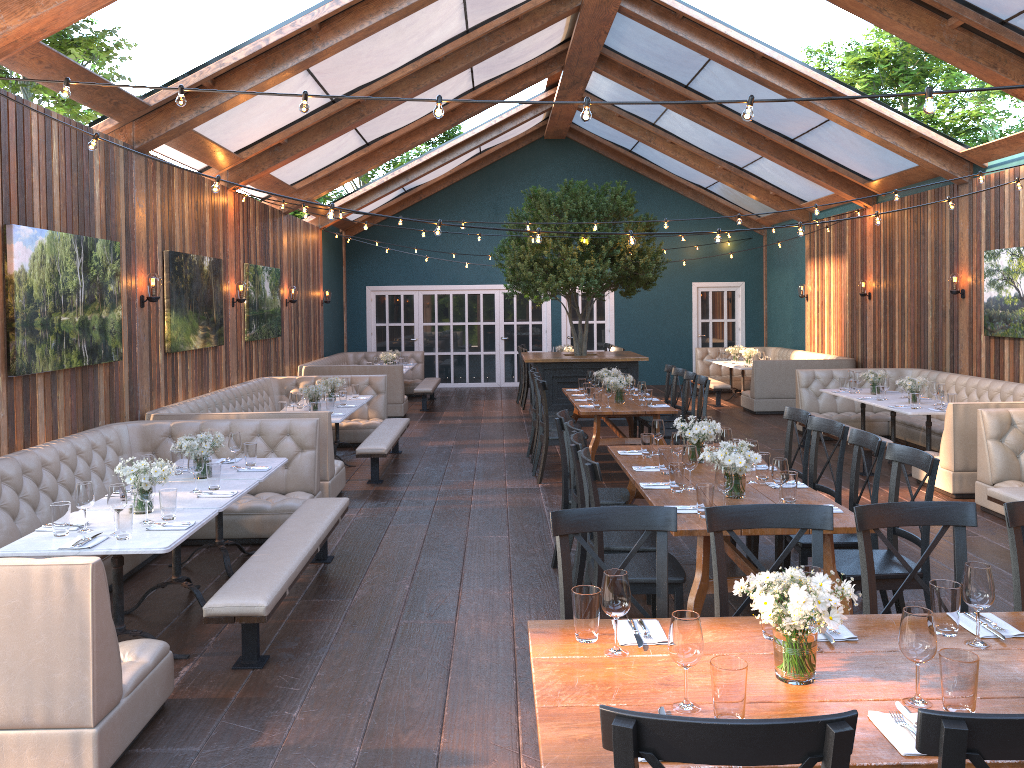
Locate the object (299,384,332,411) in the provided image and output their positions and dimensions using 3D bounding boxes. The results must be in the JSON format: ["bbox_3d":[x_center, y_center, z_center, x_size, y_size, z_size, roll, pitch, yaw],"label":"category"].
[{"bbox_3d":[-2.090,0.138,9.345,0.336,0.309,0.330,0,3,16],"label":"object"}]

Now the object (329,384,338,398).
[{"bbox_3d":[-1.989,0.123,9.859,0.092,0.244,0.092,-2,2,-43],"label":"object"}]

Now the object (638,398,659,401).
[{"bbox_3d":[1.455,0.166,9.539,0.255,0.019,0.158,-1,5,-1],"label":"object"}]

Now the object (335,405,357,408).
[{"bbox_3d":[-1.843,0.242,9.768,0.255,0.019,0.158,-1,5,-1],"label":"object"}]

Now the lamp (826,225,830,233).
[{"bbox_3d":[4.959,-2.436,13.894,0.073,0.115,0.056,0,2,5],"label":"lamp"}]

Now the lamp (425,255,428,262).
[{"bbox_3d":[-1.533,-2.246,15.848,0.056,0.119,0.059,-1,2,3],"label":"lamp"}]

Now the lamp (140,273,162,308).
[{"bbox_3d":[-3.272,-0.851,8.030,0.178,0.319,0.146,-1,2,-1],"label":"lamp"}]

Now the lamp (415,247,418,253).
[{"bbox_3d":[-1.833,-2.557,16.900,0.056,0.120,0.056,0,2,14],"label":"lamp"}]

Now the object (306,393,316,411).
[{"bbox_3d":[-2.017,0.212,8.876,0.092,0.244,0.092,-2,2,-43],"label":"object"}]

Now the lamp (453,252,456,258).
[{"bbox_3d":[-1.124,-2.502,17.173,0.056,0.120,0.056,-1,2,1],"label":"lamp"}]

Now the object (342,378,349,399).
[{"bbox_3d":[-2.008,0.051,10.672,0.092,0.244,0.092,-2,2,-43],"label":"object"}]

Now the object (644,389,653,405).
[{"bbox_3d":[1.408,0.135,9.124,0.092,0.158,0.092,1,3,35],"label":"object"}]

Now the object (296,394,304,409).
[{"bbox_3d":[-2.317,0.187,9.668,0.092,0.158,0.092,-1,2,-15],"label":"object"}]

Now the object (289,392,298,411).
[{"bbox_3d":[-2.209,0.208,8.948,0.092,0.244,0.092,-1,2,2],"label":"object"}]

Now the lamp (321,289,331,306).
[{"bbox_3d":[-3.415,-1.592,16.291,0.178,0.319,0.146,-1,2,-1],"label":"lamp"}]

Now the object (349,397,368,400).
[{"bbox_3d":[-1.855,0.171,10.562,0.255,0.019,0.158,-1,5,-1],"label":"object"}]

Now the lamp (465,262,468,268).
[{"bbox_3d":[-0.796,-2.107,15.644,0.056,0.115,0.074,1,3,42],"label":"lamp"}]

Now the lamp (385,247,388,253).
[{"bbox_3d":[-2.266,-2.423,16.008,0.059,0.119,0.056,-1,2,-7],"label":"lamp"}]

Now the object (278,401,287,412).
[{"bbox_3d":[-2.301,0.259,8.865,0.092,0.158,0.092,-1,2,-15],"label":"object"}]

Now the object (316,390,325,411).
[{"bbox_3d":[-1.970,0.191,9.107,0.092,0.244,0.092,-2,2,-43],"label":"object"}]

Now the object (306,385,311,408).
[{"bbox_3d":[-2.225,0.137,9.743,0.092,0.244,0.092,-2,2,-43],"label":"object"}]

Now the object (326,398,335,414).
[{"bbox_3d":[-1.883,0.226,9.175,0.092,0.158,0.092,-1,2,-15],"label":"object"}]

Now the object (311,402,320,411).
[{"bbox_3d":[-1.949,0.262,8.791,0.092,0.158,0.092,1,3,35],"label":"object"}]

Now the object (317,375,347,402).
[{"bbox_3d":[-2.107,0.052,10.304,0.336,0.309,0.330,0,3,11],"label":"object"}]

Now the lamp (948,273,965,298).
[{"bbox_3d":[5.497,-1.217,10.948,0.178,0.319,0.146,-1,2,-1],"label":"lamp"}]

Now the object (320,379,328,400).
[{"bbox_3d":[-2.231,0.069,10.499,0.092,0.244,0.092,-2,2,-43],"label":"object"}]

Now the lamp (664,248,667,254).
[{"bbox_3d":[3.215,-2.788,18.558,0.056,0.119,0.061,-1,2,0],"label":"lamp"}]

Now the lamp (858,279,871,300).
[{"bbox_3d":[5.450,-1.463,13.693,0.178,0.319,0.146,-1,2,-1],"label":"lamp"}]

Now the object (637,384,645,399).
[{"bbox_3d":[1.420,0.083,9.702,0.092,0.158,0.092,-2,3,-35],"label":"object"}]

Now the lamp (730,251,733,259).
[{"bbox_3d":[3.566,-2.096,14.378,0.056,0.121,0.056,-2,2,-23],"label":"lamp"}]

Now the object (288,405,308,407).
[{"bbox_3d":[-2.363,0.243,9.834,0.255,0.019,0.158,-1,5,-1],"label":"object"}]

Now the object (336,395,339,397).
[{"bbox_3d":[-2.123,0.145,10.892,0.157,0.019,0.256,-1,5,-1],"label":"object"}]

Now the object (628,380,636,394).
[{"bbox_3d":[1.384,0.031,10.236,0.092,0.158,0.092,0,2,25],"label":"object"}]

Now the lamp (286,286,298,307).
[{"bbox_3d":[-3.368,-1.345,13.543,0.178,0.319,0.146,-1,2,-1],"label":"lamp"}]

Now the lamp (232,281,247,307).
[{"bbox_3d":[-3.320,-1.099,10.798,0.178,0.319,0.146,-1,2,-1],"label":"lamp"}]

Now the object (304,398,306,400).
[{"bbox_3d":[-2.375,0.173,10.611,0.255,0.019,0.158,-1,5,-1],"label":"object"}]

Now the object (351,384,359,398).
[{"bbox_3d":[-1.899,0.087,10.726,0.092,0.158,0.092,-1,2,-15],"label":"object"}]

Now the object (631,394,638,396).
[{"bbox_3d":[1.453,0.122,10.077,0.255,0.019,0.158,-1,5,-1],"label":"object"}]

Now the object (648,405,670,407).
[{"bbox_3d":[1.464,0.219,8.952,0.255,0.019,0.158,-1,5,-1],"label":"object"}]

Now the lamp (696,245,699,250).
[{"bbox_3d":[3.931,-2.898,18.763,0.056,0.120,0.056,0,2,20],"label":"lamp"}]

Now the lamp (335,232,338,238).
[{"bbox_3d":[-3.242,-2.754,16.350,0.056,0.120,0.056,-2,2,-31],"label":"lamp"}]

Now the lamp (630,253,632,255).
[{"bbox_3d":[2.482,-2.695,18.356,0.060,0.119,0.056,1,3,41],"label":"lamp"}]

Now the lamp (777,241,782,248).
[{"bbox_3d":[4.275,-2.231,14.131,0.056,0.118,0.066,-2,2,-25],"label":"lamp"}]

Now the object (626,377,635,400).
[{"bbox_3d":[1.291,0.046,9.630,0.092,0.244,0.092,1,2,41],"label":"object"}]

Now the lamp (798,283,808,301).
[{"bbox_3d":[5.402,-1.709,16.441,0.178,0.319,0.146,-1,2,-1],"label":"lamp"}]

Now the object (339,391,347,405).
[{"bbox_3d":[-1.895,0.159,9.932,0.092,0.158,0.092,-1,2,-15],"label":"object"}]

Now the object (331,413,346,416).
[{"bbox_3d":[-1.830,0.310,9.018,0.255,0.019,0.158,-1,5,-1],"label":"object"}]

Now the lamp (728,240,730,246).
[{"bbox_3d":[4.653,-3.022,18.972,0.056,0.120,0.056,-1,2,-19],"label":"lamp"}]

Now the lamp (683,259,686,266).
[{"bbox_3d":[2.849,-2.014,14.631,0.056,0.121,0.056,-2,2,-25],"label":"lamp"}]

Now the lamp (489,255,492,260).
[{"bbox_3d":[-0.428,-2.497,17.440,0.056,0.120,0.056,0,2,23],"label":"lamp"}]

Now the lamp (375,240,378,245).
[{"bbox_3d":[-2.540,-2.648,16.629,0.056,0.121,0.056,-1,2,-17],"label":"lamp"}]

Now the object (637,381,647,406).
[{"bbox_3d":[1.331,0.098,9.060,0.092,0.244,0.092,0,2,24],"label":"object"}]
